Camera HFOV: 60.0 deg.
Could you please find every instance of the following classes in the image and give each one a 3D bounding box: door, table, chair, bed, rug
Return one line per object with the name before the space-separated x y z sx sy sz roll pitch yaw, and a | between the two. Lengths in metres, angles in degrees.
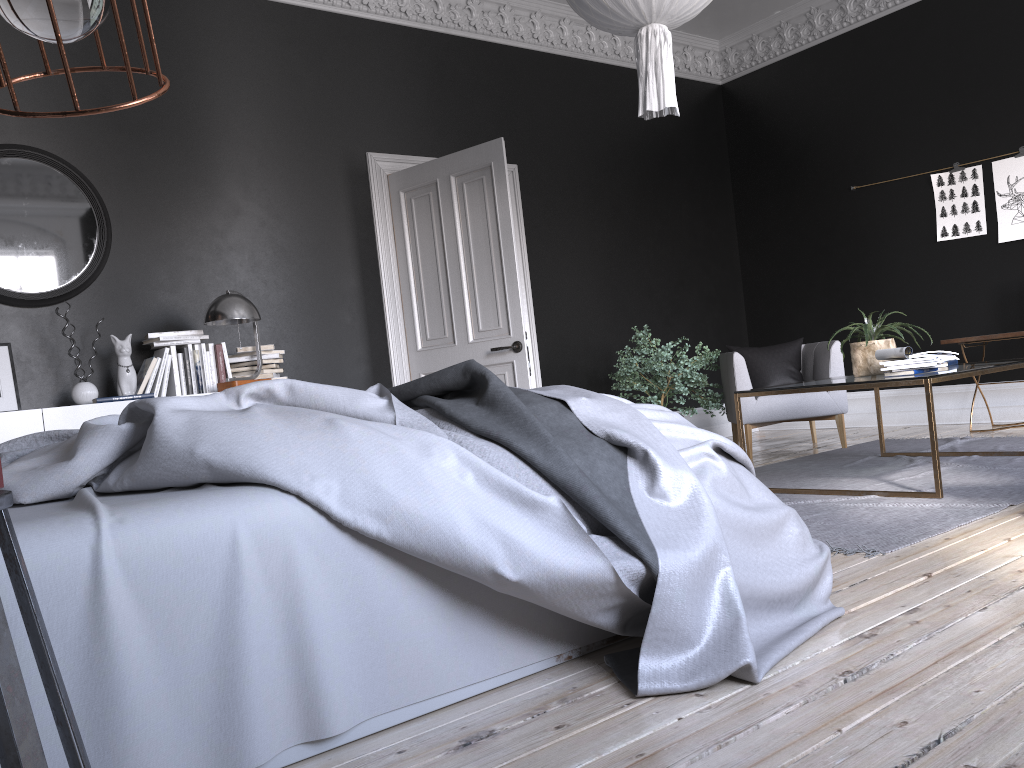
door | -0.344 -0.410 6.252 1.099 2.375 0.216 -6 1 40
table | 2.150 0.218 4.894 1.447 0.558 1.093 -6 0 -38
chair | 2.074 0.085 6.886 0.819 0.863 0.770 -6 1 3
bed | -0.752 0.173 2.651 2.768 1.298 3.279 -6 0 41
chair | -0.783 0.492 1.057 0.613 0.673 0.613 -6 1 6
rug | 2.051 0.497 4.989 3.640 0.050 2.108 -6 0 -37

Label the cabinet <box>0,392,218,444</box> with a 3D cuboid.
cabinet | -2.274 0.558 4.857 2.393 0.882 0.571 -6 1 -38

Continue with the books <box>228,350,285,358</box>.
books | -1.628 -0.183 5.594 0.307 0.024 0.220 -6 0 27

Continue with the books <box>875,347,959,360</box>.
books | 2.071 -0.142 4.549 0.273 0.109 0.322 -6 0 -3

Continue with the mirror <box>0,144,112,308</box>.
mirror | -2.755 -0.897 5.015 0.923 0.924 0.061 -7 1 -38

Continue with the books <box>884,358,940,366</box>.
books | 2.024 -0.113 4.497 0.253 0.011 0.318 -6 0 24

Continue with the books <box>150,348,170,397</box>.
books | -2.091 -0.054 5.204 0.126 0.296 0.220 -7 1 -38

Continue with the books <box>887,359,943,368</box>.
books | 2.044 -0.104 4.503 0.253 0.011 0.318 -6 0 24

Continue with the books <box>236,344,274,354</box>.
books | -1.612 -0.212 5.558 0.220 0.030 0.306 -6 0 -18

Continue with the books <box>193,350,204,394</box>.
books | -1.903 -0.059 5.301 0.029 0.270 0.205 -7 1 -38

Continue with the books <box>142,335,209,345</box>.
books | -2.004 -0.263 5.287 0.220 0.024 0.307 -7 0 42

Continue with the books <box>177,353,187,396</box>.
books | -1.991 -0.046 5.283 0.026 0.259 0.195 -7 1 -38

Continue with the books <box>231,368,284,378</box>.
books | -1.606 -0.068 5.573 0.269 0.029 0.202 -6 0 22

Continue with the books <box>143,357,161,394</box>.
books | -2.127 -0.023 5.177 0.132 0.245 0.195 -7 1 -38

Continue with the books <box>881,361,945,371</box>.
books | 2.034 -0.092 4.492 0.253 0.011 0.318 -7 0 34

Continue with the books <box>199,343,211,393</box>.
books | -1.888 -0.081 5.364 0.024 0.307 0.220 -7 1 -38

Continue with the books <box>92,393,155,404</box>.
books | -2.106 0.081 4.801 0.289 0.030 0.193 -6 0 -32

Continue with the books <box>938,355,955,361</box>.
books | 2.446 -0.137 5.256 0.307 0.024 0.220 -6 0 -38

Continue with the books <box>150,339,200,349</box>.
books | -2.007 -0.237 5.284 0.258 0.026 0.195 -6 0 -28

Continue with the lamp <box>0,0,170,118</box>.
lamp | -0.319 -0.125 0.116 0.437 1.779 1.717 -6 0 0

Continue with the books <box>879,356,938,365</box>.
books | 2.016 -0.122 4.493 0.253 0.011 0.318 -6 0 29

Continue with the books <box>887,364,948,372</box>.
books | 2.063 -0.085 4.526 0.253 0.011 0.318 -6 0 19

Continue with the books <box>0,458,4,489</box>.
books | -0.829 0.136 1.060 0.275 0.045 0.346 -6 0 -8

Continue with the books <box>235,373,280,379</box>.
books | -1.595 -0.040 5.568 0.229 0.031 0.318 -6 0 -8

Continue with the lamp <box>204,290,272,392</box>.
lamp | -1.619 -0.255 5.207 0.329 0.591 0.340 -6 1 32

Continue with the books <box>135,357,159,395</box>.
books | -2.141 -0.024 5.127 0.158 0.246 0.203 -7 1 -38

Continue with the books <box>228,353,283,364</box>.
books | -1.610 -0.158 5.580 0.306 0.030 0.220 -6 0 -8

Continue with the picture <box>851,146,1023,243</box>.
picture | 4.452 -1.549 6.207 0.057 0.771 4.461 -7 0 -38

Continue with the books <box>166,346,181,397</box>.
books | -2.036 -0.064 5.283 0.030 0.307 0.221 -7 1 -38

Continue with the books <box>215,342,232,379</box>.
books | -1.782 -0.093 5.447 0.050 0.308 0.220 -7 1 -38

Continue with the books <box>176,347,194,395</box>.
books | -1.956 -0.065 5.280 0.030 0.289 0.193 -7 1 -38

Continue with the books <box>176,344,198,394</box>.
books | -1.949 -0.074 5.316 0.024 0.307 0.220 -7 1 -38

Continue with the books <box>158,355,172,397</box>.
books | -2.064 -0.036 5.226 0.091 0.256 0.195 -7 1 -38

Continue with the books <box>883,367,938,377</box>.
books | 2.016 -0.063 4.482 0.231 0.023 0.163 -6 0 -37

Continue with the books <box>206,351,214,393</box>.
books | -1.864 -0.060 5.383 0.026 0.259 0.195 -7 1 -38

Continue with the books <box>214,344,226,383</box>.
books | -1.816 -0.083 5.422 0.038 0.295 0.235 -7 1 -38

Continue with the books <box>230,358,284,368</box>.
books | -1.607 -0.129 5.574 0.290 0.030 0.192 -6 0 26

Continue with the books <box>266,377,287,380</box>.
books | -1.565 -0.014 5.579 0.228 0.025 0.319 -6 0 -28

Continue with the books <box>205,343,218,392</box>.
books | -1.860 -0.084 5.421 0.030 0.307 0.221 -7 1 -38

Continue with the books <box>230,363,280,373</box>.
books | -1.619 -0.097 5.575 0.289 0.030 0.193 -6 0 -7

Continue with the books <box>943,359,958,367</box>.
books | 2.486 -0.115 5.203 0.193 0.030 0.289 -6 0 36

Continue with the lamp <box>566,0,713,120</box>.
lamp | 0.550 -2.206 3.923 0.784 2.049 0.782 -6 1 6

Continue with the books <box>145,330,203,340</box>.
books | -2.025 -0.289 5.307 0.306 0.030 0.221 -6 0 -28

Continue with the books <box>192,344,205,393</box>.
books | -1.926 -0.077 5.369 0.030 0.307 0.221 -7 1 -38
